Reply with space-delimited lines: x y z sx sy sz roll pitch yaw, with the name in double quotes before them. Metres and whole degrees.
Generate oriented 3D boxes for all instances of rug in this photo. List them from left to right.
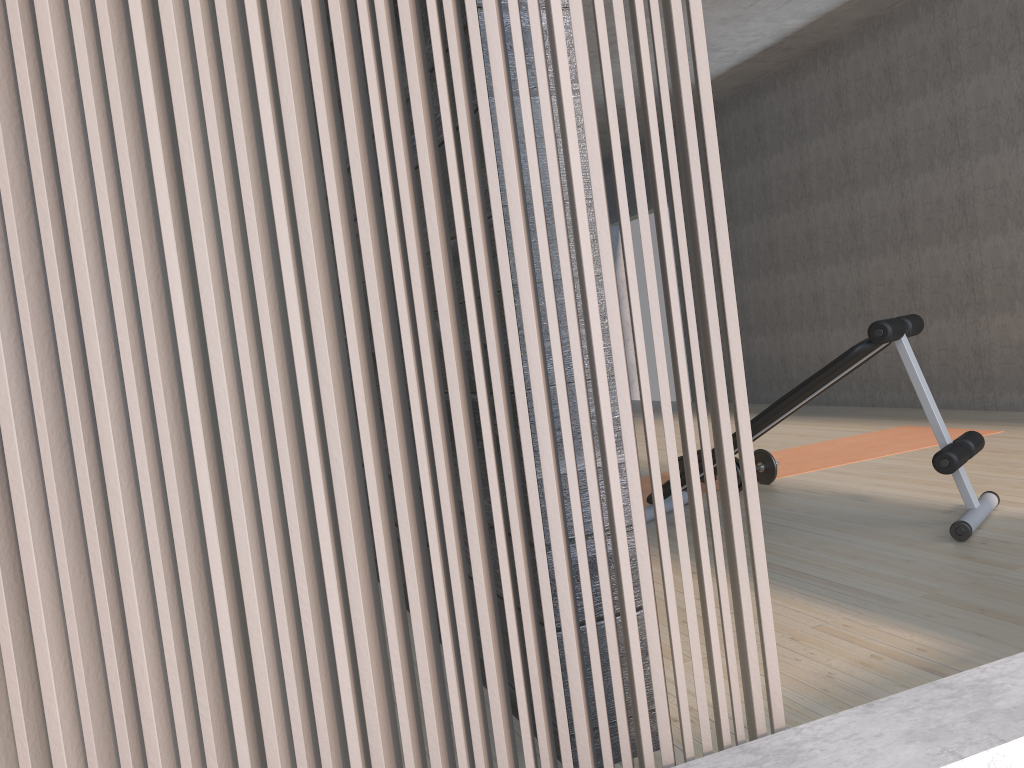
"rug" 1.315 0.450 4.775 2.779 0.002 0.716 -8 3 -20

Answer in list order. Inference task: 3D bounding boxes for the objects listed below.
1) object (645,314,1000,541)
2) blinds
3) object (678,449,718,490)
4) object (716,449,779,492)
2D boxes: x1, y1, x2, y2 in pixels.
"object" 1.086 0.160 3.458 1.312 0.746 0.505 -5 3 39
"blinds" -0.269 -0.562 1.019 1.133 2.744 0.069 -8 3 -20
"object" 0.910 0.425 4.391 0.176 0.176 0.385 -5 3 41
"object" 1.130 0.413 4.240 0.385 0.176 0.176 -9 3 -29
